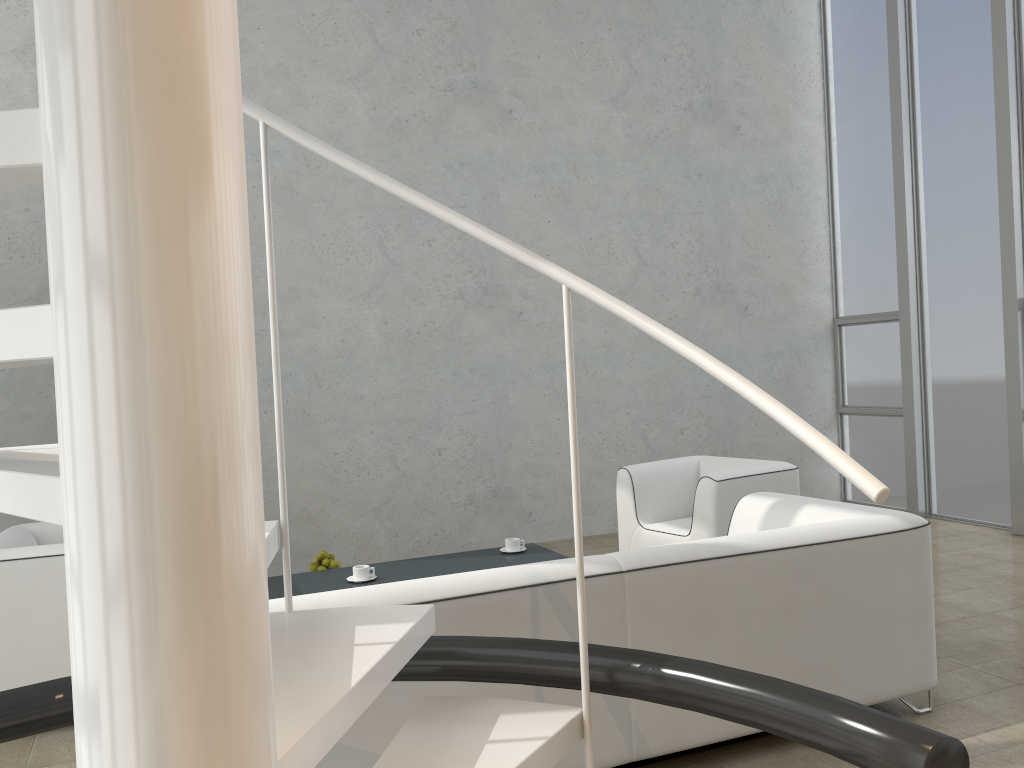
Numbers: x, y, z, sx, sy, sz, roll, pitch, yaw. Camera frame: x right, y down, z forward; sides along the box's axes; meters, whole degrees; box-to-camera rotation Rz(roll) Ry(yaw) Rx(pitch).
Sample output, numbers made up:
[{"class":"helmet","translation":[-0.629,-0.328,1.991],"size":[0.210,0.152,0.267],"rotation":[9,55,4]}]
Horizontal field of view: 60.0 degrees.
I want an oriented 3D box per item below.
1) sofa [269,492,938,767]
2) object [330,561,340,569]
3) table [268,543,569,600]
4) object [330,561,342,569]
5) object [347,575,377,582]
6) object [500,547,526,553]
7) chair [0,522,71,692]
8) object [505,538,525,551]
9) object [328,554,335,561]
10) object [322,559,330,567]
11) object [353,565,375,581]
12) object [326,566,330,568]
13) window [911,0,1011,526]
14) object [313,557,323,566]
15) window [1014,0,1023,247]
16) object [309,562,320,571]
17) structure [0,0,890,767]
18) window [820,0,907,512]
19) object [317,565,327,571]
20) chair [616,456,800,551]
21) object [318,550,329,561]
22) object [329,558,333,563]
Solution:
[{"class":"sofa","translation":[0.174,0.849,3.132],"size":[2.601,0.638,0.971],"rotation":[-3,1,-22]},{"class":"object","translation":[-0.889,0.908,4.447],"size":[0.047,0.048,0.047],"rotation":[-2,1,30]},{"class":"table","translation":[-0.452,1.066,4.205],"size":[1.420,0.390,0.532],"rotation":[-3,1,-22]},{"class":"object","translation":[-0.893,0.925,4.490],"size":[0.058,0.058,0.058],"rotation":[-2,1,35]},{"class":"object","translation":[-0.678,0.879,3.999],"size":[0.136,0.014,0.130],"rotation":[-3,1,-7]},{"class":"object","translation":[0.005,0.838,4.473],"size":[0.136,0.014,0.130],"rotation":[-3,1,-7]},{"class":"chair","translation":[-1.851,0.939,3.787],"size":[0.720,0.635,0.829],"rotation":[-3,1,-17]},{"class":"object","translation":[0.011,0.811,4.470],"size":[0.090,0.057,0.075],"rotation":[-2,1,26]},{"class":"object","translation":[-0.929,0.891,4.538],"size":[0.047,0.045,0.047],"rotation":[-3,1,-22]},{"class":"object","translation":[-0.932,0.898,4.447],"size":[0.040,0.043,0.044],"rotation":[-3,1,-8]},{"class":"object","translation":[-0.672,0.852,3.995],"size":[0.090,0.057,0.075],"rotation":[-2,1,26]},{"class":"object","translation":[-0.953,0.926,4.537],"size":[0.047,0.045,0.047],"rotation":[-3,1,-18]},{"class":"window","translation":[3.286,-1.811,6.526],"size":[0.010,5.650,0.741],"rotation":[-3,1,-22]},{"class":"object","translation":[-0.983,0.906,4.503],"size":[0.050,0.054,0.055],"rotation":[-2,1,37]},{"class":"window","translation":[3.620,-1.814,5.676],"size":[0.050,5.700,0.800],"rotation":[-3,1,-22]},{"class":"object","translation":[-0.989,0.920,4.448],"size":[0.055,0.048,0.054],"rotation":[-3,1,-29]},{"class":"structure","translation":[2.184,0.741,0.421],"size":[6.700,6.900,4.916],"rotation":[-3,1,-22]},{"class":"window","translation":[2.925,-1.806,7.365],"size":[0.050,5.700,0.800],"rotation":[-3,1,-22]},{"class":"object","translation":[-0.946,0.933,4.428],"size":[0.054,0.055,0.053],"rotation":[-2,1,32]},{"class":"chair","translation":[1.133,0.773,5.122],"size":[0.720,0.635,0.829],"rotation":[-3,1,-32]},{"class":"object","translation":[-0.954,0.869,4.481],"size":[0.055,0.056,0.055],"rotation":[-3,1,-22]},{"class":"object","translation":[-0.927,0.903,4.499],"size":[0.040,0.038,0.040],"rotation":[-2,1,39]}]
